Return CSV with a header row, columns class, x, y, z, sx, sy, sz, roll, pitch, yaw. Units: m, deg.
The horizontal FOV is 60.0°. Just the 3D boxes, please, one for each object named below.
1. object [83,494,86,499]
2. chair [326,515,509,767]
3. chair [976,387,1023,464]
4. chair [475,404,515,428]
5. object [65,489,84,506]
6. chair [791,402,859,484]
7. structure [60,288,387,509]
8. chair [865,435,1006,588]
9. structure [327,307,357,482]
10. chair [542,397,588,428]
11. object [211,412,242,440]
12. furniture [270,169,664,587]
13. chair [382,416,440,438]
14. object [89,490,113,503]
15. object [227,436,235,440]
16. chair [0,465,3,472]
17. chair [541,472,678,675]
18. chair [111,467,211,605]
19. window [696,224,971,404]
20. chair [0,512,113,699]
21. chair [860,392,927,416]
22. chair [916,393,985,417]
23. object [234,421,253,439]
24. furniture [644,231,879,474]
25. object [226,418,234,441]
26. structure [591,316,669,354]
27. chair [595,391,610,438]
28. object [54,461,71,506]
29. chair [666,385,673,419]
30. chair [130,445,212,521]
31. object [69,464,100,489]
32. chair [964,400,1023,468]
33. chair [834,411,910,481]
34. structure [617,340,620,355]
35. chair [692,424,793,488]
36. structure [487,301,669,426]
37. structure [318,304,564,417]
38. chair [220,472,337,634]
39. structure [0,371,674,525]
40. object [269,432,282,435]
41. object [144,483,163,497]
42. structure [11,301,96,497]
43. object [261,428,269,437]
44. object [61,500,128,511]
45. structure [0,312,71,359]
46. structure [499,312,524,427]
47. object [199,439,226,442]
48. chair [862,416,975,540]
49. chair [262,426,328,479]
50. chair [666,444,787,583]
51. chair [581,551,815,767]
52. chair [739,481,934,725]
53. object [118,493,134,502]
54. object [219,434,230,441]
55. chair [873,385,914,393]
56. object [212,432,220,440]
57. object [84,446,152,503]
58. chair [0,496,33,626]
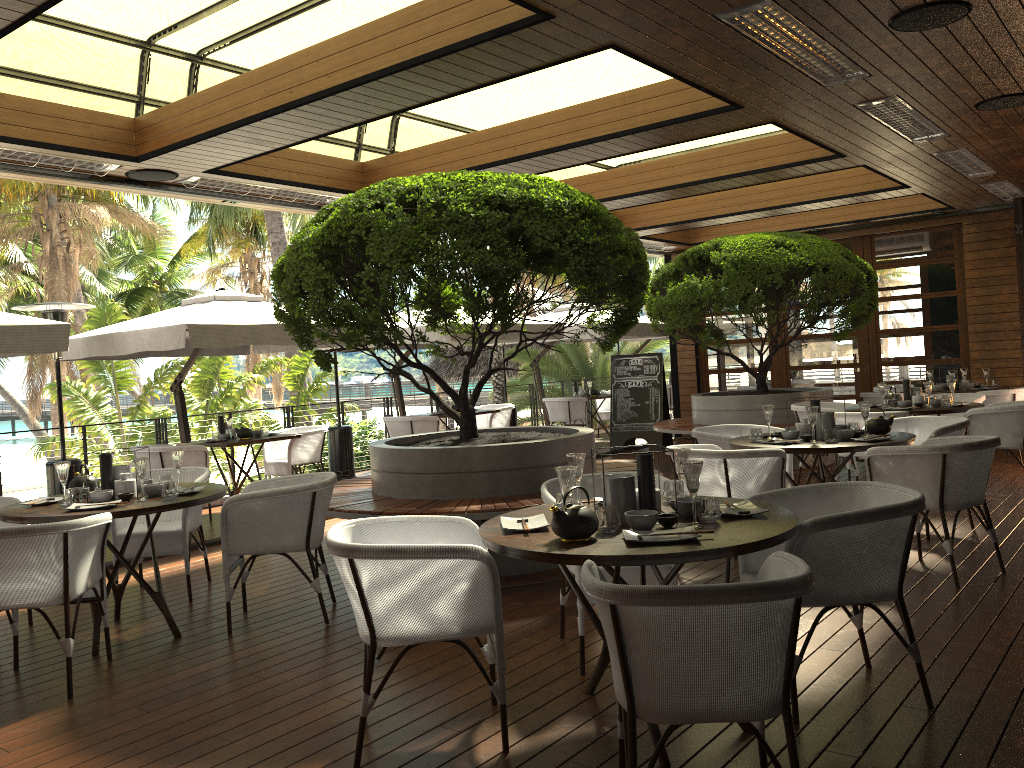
class,x,y,z,sx,sy,sz,roll,pitch,yaw
object,-2.352,0.621,4.810,0.080,0.042,0.080,-3,1,27
chair,-0.353,0.913,3.295,0.617,0.788,0.627,-4,1,-6
chair,5.397,0.423,9.509,0.628,0.788,0.616,-4,1,-21
chair,-0.283,0.696,12.536,0.627,0.788,0.617,-3,1,39
object,-2.297,0.599,4.655,0.086,0.086,0.086,-3,1,39
chair,3.120,0.578,8.749,0.616,0.788,0.628,-3,1,44
structure,-2.963,0.162,9.285,2.412,2.332,2.415,-3,1,38
chair,2.458,0.702,5.109,0.628,0.788,0.616,-4,1,-31
structure,-2.133,0.141,10.842,0.699,2.192,0.699,-3,0,25
chair,0.841,0.594,14.037,0.627,0.788,0.617,-3,1,39
object,-3.013,0.446,9.376,0.263,0.264,0.263,-4,1,-7
furniture,-0.299,-0.107,6.350,2.615,2.722,2.696,-3,1,28
chair,-1.284,0.786,11.274,0.627,0.788,0.617,-3,1,39
object,-2.177,0.602,4.702,0.116,0.065,0.116,-3,1,20
object,-2.872,0.555,9.049,0.080,0.042,0.080,-3,1,-1
chair,-4.445,1.072,7.123,0.627,0.788,0.617,-3,1,39
chair,0.469,0.844,4.139,0.627,0.788,0.617,-4,1,-6
chair,-2.275,0.972,5.777,0.627,0.788,0.617,-4,1,-6
window,-2.253,-7.506,0.221,14.485,17.960,38.436,-3,1,15
chair,-2.217,1.007,4.113,0.627,0.788,0.617,-4,1,-6
chair,4.335,0.475,10.072,0.617,0.788,0.627,-4,1,-21
chair,4.362,0.502,8.811,0.627,0.788,0.617,-3,1,44
object,-2.773,0.477,9.190,0.163,0.179,0.168,-3,1,40
furniture,2.913,-0.394,10.412,2.569,2.722,2.720,-3,1,3
object,-2.851,0.460,8.972,0.082,0.227,0.082,-3,0,39
structure,3.208,-0.394,17.309,2.412,2.332,2.415,-3,1,38
chair,1.807,0.508,15.253,0.627,0.788,0.617,-3,1,39
object,-2.386,0.530,4.718,0.082,0.227,0.082,-3,0,0
chair,2.885,0.410,16.695,0.627,0.788,0.617,-3,1,39
chair,-3.330,0.970,8.614,0.627,0.788,0.617,-3,1,39
object,-2.480,0.552,5.140,0.163,0.179,0.168,-3,1,-3
chair,4.232,0.540,7.511,0.616,0.788,0.628,-3,1,44
chair,3.032,0.611,7.572,0.627,0.788,0.617,-3,1,44
structure,1.965,-0.229,16.171,0.699,2.192,0.699,-3,0,25
chair,1.704,0.713,6.593,0.628,0.788,0.616,-4,1,-31
structure,1.151,-0.209,14.634,2.412,2.332,2.415,-3,1,38
structure,-0.906,-0.023,11.960,2.412,2.332,2.415,-3,1,38
chair,-1.283,0.929,5.024,0.617,0.788,0.627,-4,1,-6
structure,-4.389,1.000,9.189,0.163,1.153,26.285,-3,1,38
object,-2.638,0.538,9.547,0.294,0.025,0.170,-2,2,38
object,-1.969,0.585,4.872,0.116,0.065,0.116,-4,1,-3
structure,-4.168,0.324,8.196,0.699,2.192,0.699,-3,0,25
object,-2.600,0.510,9.339,0.086,0.086,0.086,-3,1,42
object,-2.116,0.622,4.527,0.295,0.025,0.170,-4,1,-6
structure,-5.020,0.348,6.610,2.412,2.332,2.415,-3,1,38
structure,-0.105,-0.042,13.479,0.699,2.192,0.699,-3,0,25
object,-3.007,0.574,8.955,0.294,0.025,0.170,-2,2,38
chair,2.920,0.646,6.331,0.617,0.788,0.627,-4,1,-31
chair,-2.364,0.884,9.829,0.627,0.788,0.617,-3,1,39
chair,1.315,0.762,5.479,0.617,0.788,0.627,-4,1,-31
chair,0.527,0.879,2.476,0.627,0.788,0.617,-3,1,4
chair,1.261,0.812,3.450,0.617,0.788,0.627,-4,1,-6
object,-2.058,0.605,4.727,0.080,0.042,0.080,-4,1,-8
object,-2.951,0.547,9.109,0.116,0.065,0.116,-3,1,36
chair,4.912,0.416,11.100,0.628,0.788,0.616,-4,1,-21
object,-3.051,0.541,9.159,0.086,0.086,0.086,-3,1,42
object,-2.175,0.498,4.909,0.263,0.264,0.263,-4,1,-6
chair,-3.097,1.041,4.932,0.617,0.788,0.627,-4,1,-6
